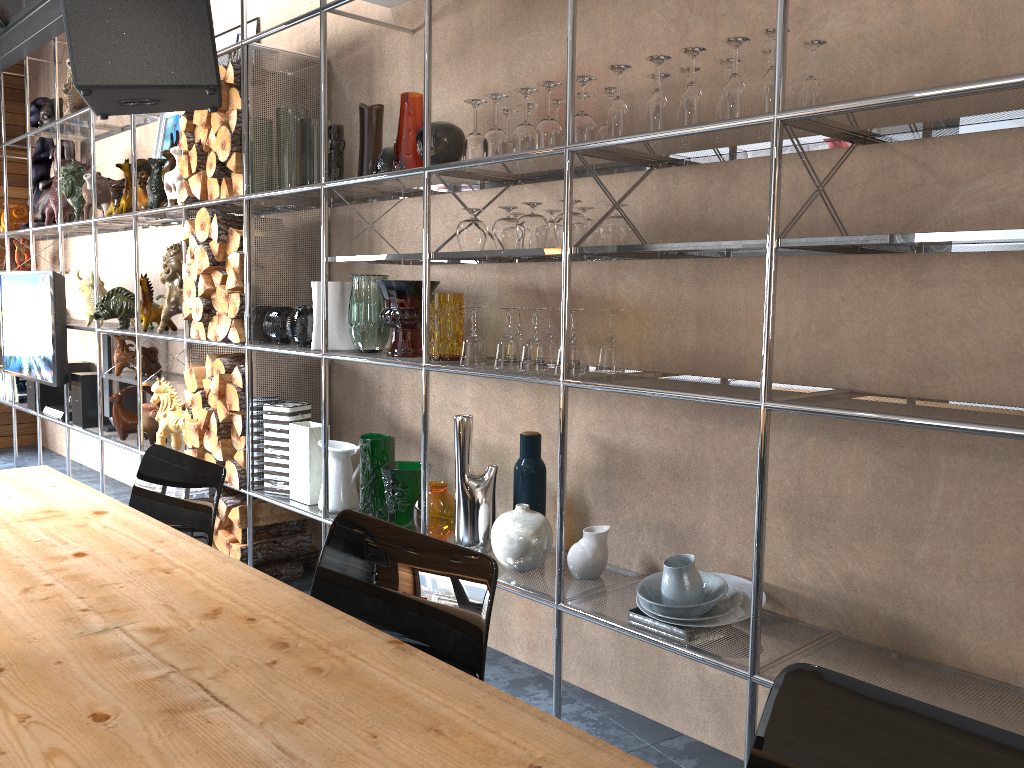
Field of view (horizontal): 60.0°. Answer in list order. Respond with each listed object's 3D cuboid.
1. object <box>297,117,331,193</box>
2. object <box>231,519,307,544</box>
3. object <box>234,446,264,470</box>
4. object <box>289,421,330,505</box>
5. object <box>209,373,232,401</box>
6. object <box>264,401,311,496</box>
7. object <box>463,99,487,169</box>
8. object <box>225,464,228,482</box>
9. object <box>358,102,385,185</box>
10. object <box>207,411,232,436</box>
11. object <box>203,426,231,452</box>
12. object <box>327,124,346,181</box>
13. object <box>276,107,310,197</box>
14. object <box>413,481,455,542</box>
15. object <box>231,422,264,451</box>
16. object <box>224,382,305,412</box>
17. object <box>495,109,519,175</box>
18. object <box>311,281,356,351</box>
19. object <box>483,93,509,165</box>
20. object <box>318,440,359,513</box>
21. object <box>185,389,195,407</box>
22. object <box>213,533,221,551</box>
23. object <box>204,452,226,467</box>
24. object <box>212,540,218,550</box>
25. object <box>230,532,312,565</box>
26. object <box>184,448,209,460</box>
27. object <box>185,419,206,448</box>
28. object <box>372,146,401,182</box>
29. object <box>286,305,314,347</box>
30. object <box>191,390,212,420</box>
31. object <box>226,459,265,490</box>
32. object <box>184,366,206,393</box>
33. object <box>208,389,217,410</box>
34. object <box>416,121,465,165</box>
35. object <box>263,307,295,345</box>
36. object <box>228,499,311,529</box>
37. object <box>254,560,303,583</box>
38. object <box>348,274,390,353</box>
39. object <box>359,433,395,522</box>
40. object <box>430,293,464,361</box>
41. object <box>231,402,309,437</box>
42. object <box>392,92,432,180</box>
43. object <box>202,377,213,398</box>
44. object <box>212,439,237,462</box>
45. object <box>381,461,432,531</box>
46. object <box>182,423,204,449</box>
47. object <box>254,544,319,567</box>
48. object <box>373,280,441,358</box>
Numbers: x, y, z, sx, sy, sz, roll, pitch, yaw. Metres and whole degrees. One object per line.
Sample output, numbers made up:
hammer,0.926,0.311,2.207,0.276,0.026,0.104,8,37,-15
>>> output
object,-0.717,-0.827,3.220,0.113,0.253,0.112,-4,8,-43
object,-1.005,0.569,3.678,0.288,0.135,0.109,-4,7,-39
object,-0.974,0.283,3.617,0.095,0.088,0.303,6,8,45
object,-0.758,0.293,3.323,0.092,0.287,0.148,-4,8,-43
object,-1.064,0.002,3.671,0.362,0.115,0.098,-4,8,-44
object,-0.878,0.249,3.470,0.139,0.347,0.140,4,6,27
object,-0.105,-0.714,2.537,0.071,0.184,0.070,3,6,23
object,-1.047,0.352,3.707,0.303,0.095,0.087,-4,8,-43
object,-0.469,-0.803,2.951,0.092,0.268,0.092,-1,6,-20
object,-1.103,0.156,3.732,0.331,0.110,0.101,-4,7,-41
object,-1.151,0.216,3.767,0.147,0.118,0.288,6,8,43
object,-0.613,-0.793,3.092,0.058,0.215,0.077,-1,6,-17
object,-0.824,-0.870,3.336,0.122,0.313,0.122,-1,6,-23
object,-0.240,0.406,2.792,0.145,0.188,0.145,5,7,38
object,-0.999,0.197,3.664,0.286,0.143,0.143,-4,8,-43
object,-0.999,0.042,3.596,0.135,0.114,0.299,6,8,44
object,-0.016,-0.725,2.665,0.071,0.184,0.070,3,6,23
object,-0.631,-0.245,3.183,0.175,0.241,0.165,0,6,-8
object,-0.045,-0.705,2.463,0.071,0.184,0.070,3,6,23
object,-0.612,0.330,3.198,0.171,0.245,0.146,0,6,-13
object,-1.285,0.068,3.930,0.097,0.120,0.308,6,8,42
object,-1.125,0.643,3.815,0.147,0.118,0.288,6,8,43
object,-1.139,0.331,3.770,0.135,0.114,0.299,6,8,44
object,-1.195,0.674,3.873,0.103,0.098,0.330,6,8,44
object,-0.990,0.679,3.649,0.321,0.109,0.110,-4,8,-42
object,-1.221,0.315,3.865,0.362,0.131,0.154,-4,8,-42
object,-1.221,0.192,3.859,0.115,0.131,0.374,6,8,42
object,-0.399,-0.716,2.882,0.108,0.109,0.109,-1,6,-17
object,-0.769,-0.216,3.314,0.151,0.154,0.151,-4,7,-40
object,-1.232,0.074,3.844,0.112,0.153,0.291,6,8,44
object,-1.007,0.350,3.622,0.287,0.112,0.126,-4,8,-43
object,-1.257,-0.025,3.868,0.299,0.119,0.151,-4,7,-40
object,-1.105,0.051,3.762,0.322,0.128,0.164,-4,8,-44
object,-0.215,-0.713,2.678,0.149,0.149,0.148,1,6,0
object,-0.888,-0.227,3.442,0.148,0.146,0.150,4,6,26
object,-0.989,0.520,3.637,0.105,0.105,0.331,6,8,43
object,-1.013,0.781,3.646,0.103,0.110,0.312,6,8,43
object,-0.483,-0.237,3.010,0.144,0.264,0.142,0,6,-13
object,-0.464,0.322,3.048,0.125,0.295,0.130,-1,6,-18
object,-0.209,-0.177,2.736,0.120,0.206,0.120,1,6,4
object,-0.979,0.140,3.606,0.310,0.121,0.111,-5,8,-44
object,-0.313,-0.777,2.783,0.127,0.254,0.126,1,6,0
object,-1.164,0.010,3.806,0.303,0.090,0.098,-5,8,-44
object,-1.083,0.260,3.717,0.103,0.098,0.330,6,8,44
object,-0.346,0.376,2.916,0.157,0.219,0.161,1,6,3
object,-1.288,0.215,3.937,0.321,0.109,0.110,-4,8,-42
object,-1.035,0.759,3.761,0.428,0.131,0.154,-4,8,-43
object,-0.341,-0.212,2.877,0.216,0.243,0.218,5,7,37
